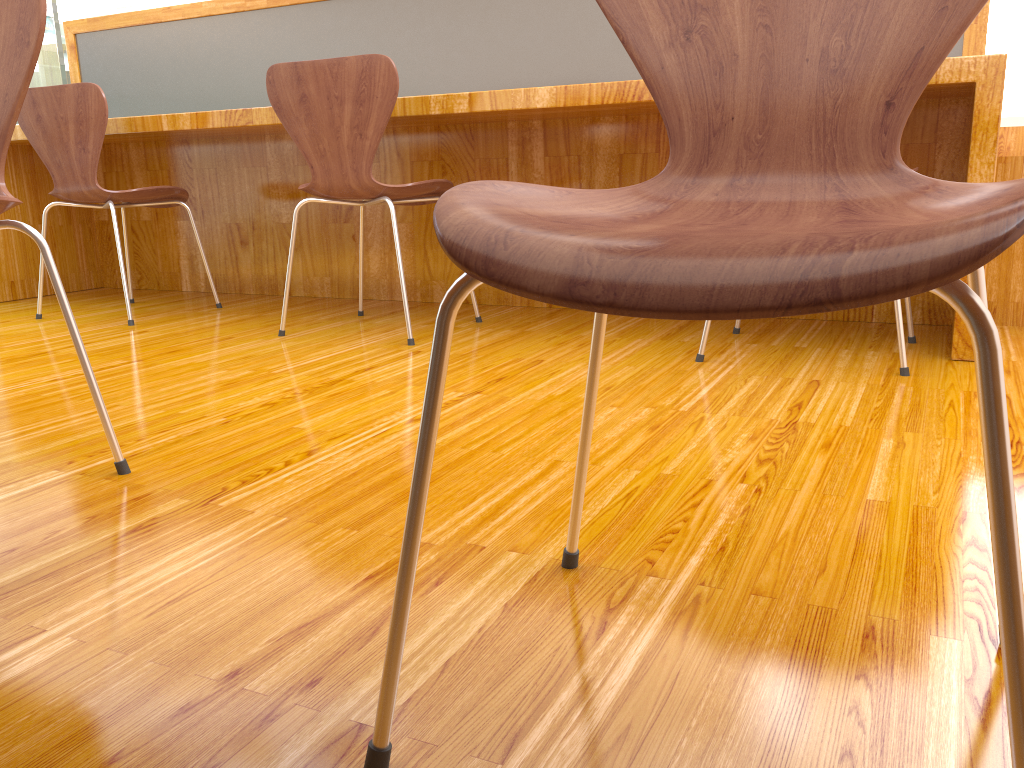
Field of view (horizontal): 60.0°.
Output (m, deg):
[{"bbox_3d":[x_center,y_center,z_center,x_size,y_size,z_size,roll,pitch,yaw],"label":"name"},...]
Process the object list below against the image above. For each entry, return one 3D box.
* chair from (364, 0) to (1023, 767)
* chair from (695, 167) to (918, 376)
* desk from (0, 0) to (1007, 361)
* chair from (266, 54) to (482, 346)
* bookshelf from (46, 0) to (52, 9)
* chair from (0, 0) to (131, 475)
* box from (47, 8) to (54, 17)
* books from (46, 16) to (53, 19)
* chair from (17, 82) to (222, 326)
[{"bbox_3d":[0.158,-0.086,0.616,0.428,0.693,0.381,5,15,26],"label":"chair"},{"bbox_3d":[0.659,-0.402,1.911,0.428,0.693,0.381,5,15,26],"label":"chair"},{"bbox_3d":[-0.218,-0.805,2.963,3.216,1.022,1.248,5,15,26],"label":"desk"},{"bbox_3d":[-0.363,-0.482,2.361,0.428,0.693,0.381,5,15,26],"label":"chair"},{"bbox_3d":[-5.287,-3.607,9.630,0.498,1.836,2.984,5,15,26],"label":"bookshelf"},{"bbox_3d":[-0.831,-0.182,1.132,0.428,0.693,0.381,5,15,26],"label":"chair"},{"bbox_3d":[-5.221,-4.014,9.853,0.274,0.296,0.245,5,15,26],"label":"box"},{"bbox_3d":[-5.126,-3.966,9.821,0.037,0.210,0.145,5,15,26],"label":"books"},{"bbox_3d":[-1.236,-0.558,2.780,0.428,0.693,0.381,5,15,26],"label":"chair"}]
